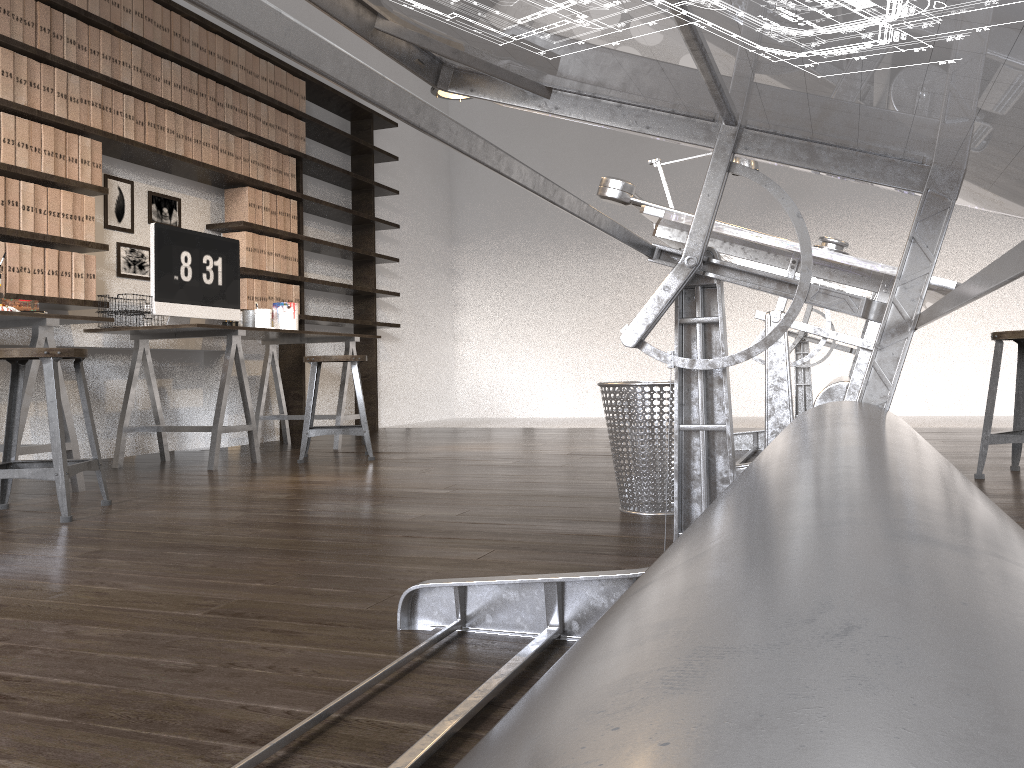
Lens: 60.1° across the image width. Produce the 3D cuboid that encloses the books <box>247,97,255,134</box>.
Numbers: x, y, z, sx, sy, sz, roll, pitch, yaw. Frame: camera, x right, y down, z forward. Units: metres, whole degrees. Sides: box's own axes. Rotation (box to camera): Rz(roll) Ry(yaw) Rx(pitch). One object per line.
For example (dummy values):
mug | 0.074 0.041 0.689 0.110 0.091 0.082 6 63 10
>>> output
books | -1.652 -1.616 5.379 0.174 0.226 0.067 -2 -2 21

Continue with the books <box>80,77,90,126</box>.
books | -2.091 -1.324 4.198 0.174 0.226 0.066 -2 -2 21

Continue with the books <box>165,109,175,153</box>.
books | -1.888 -1.334 4.722 0.174 0.226 0.066 -2 -2 20

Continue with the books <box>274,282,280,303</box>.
books | -1.544 -0.521 5.559 0.174 0.226 0.067 -2 -2 20

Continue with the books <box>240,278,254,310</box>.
books | -1.641 -0.516 5.314 0.174 0.226 0.066 -2 -2 21

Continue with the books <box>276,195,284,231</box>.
books | -1.540 -1.074 5.624 0.174 0.226 0.067 -2 -2 21

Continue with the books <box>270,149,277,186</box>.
books | -1.570 -1.351 5.570 0.174 0.226 0.067 -2 -2 21

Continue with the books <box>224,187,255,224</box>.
books | -1.645 -1.069 5.357 0.174 0.226 0.066 -2 -2 21

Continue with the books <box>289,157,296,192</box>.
books | -1.498 -1.354 5.766 0.174 0.226 0.066 -2 -2 21

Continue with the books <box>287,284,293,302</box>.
books | -1.500 -0.523 5.692 0.174 0.226 0.066 -2 -2 21

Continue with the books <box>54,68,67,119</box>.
books | -2.135 -1.321 4.070 0.174 0.226 0.067 -2 -2 20

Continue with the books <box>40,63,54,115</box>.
books | -2.163 -1.320 4.006 0.174 0.226 0.066 -2 -2 21

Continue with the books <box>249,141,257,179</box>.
books | -1.642 -1.347 5.381 0.174 0.226 0.067 -2 -2 21

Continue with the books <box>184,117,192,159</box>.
books | -1.845 -1.336 4.857 0.174 0.226 0.066 -2 -2 21

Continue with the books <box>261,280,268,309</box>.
books | -1.592 -0.518 5.439 0.174 0.226 0.066 -2 -2 21

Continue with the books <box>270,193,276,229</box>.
books | -1.571 -1.073 5.556 0.174 0.226 0.066 -2 -2 20

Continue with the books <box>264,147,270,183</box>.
books | -1.597 -1.349 5.509 0.174 0.226 0.066 -2 -2 20

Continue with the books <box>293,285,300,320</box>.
books | -1.470 -0.525 5.750 0.174 0.226 0.067 -2 -2 21

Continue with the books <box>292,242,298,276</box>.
books | -1.482 -0.802 5.761 0.174 0.226 0.066 -2 -2 21

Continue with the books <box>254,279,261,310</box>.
books | -1.611 -0.517 5.375 0.174 0.226 0.067 -2 -2 20

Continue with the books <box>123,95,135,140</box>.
books | -1.991 -1.329 4.455 0.174 0.226 0.066 -2 -2 20

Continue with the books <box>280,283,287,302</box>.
books | -1.523 -0.522 5.626 0.174 0.226 0.066 -2 -2 21

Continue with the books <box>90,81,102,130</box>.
books | -2.063 -1.325 4.259 0.174 0.226 0.067 -2 -2 20

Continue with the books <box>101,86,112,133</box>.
books | -2.045 -1.326 4.324 0.174 0.226 0.066 -2 -2 21

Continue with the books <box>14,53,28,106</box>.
books | -2.211 -1.317 3.874 0.174 0.226 0.066 -2 -2 20

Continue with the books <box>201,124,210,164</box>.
books | -1.791 -1.339 4.991 0.174 0.226 0.066 -2 -2 21

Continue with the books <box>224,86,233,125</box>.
books | -1.727 -1.612 5.184 0.174 0.226 0.066 -2 -2 21

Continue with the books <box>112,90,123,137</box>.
books | -2.020 -1.327 4.390 0.174 0.226 0.066 -2 -2 21

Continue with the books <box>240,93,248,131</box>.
books | -1.681 -1.614 5.318 0.174 0.226 0.066 -2 -2 20

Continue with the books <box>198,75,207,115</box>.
books | -1.809 -1.608 4.980 0.174 0.226 0.066 -2 -2 21

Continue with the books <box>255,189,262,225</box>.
books | -1.621 -1.070 5.423 0.174 0.226 0.066 -2 -2 21

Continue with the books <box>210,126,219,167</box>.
books | -1.765 -1.340 5.049 0.174 0.226 0.067 -2 -2 20

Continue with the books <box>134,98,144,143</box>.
books | -1.970 -1.330 4.523 0.174 0.226 0.066 -2 -2 20

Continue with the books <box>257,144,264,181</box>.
books | -1.618 -1.348 5.450 0.174 0.226 0.066 -2 -2 20

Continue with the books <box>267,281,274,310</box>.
books | -1.569 -0.519 5.497 0.174 0.226 0.066 -2 -2 21

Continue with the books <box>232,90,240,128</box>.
books | -1.706 -1.613 5.252 0.174 0.226 0.066 -2 -2 20

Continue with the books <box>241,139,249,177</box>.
books | -1.670 -1.346 5.317 0.174 0.226 0.066 -2 -2 20

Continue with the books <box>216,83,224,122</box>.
books | -1.756 -1.611 5.119 0.174 0.226 0.066 -2 -2 21

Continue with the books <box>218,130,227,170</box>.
books | -1.740 -1.342 5.117 0.174 0.226 0.066 -2 -2 21

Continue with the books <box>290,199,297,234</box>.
books | -1.490 -1.077 5.766 0.174 0.226 0.066 -2 -2 21

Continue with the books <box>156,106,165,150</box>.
books | -1.918 -1.333 4.663 0.174 0.226 0.066 -2 -2 20

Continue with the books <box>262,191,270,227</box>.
books | -1.592 -1.072 5.488 0.174 0.226 0.066 -2 -2 20

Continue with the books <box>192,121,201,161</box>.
books | -1.819 -1.338 4.922 0.174 0.226 0.066 -2 -2 21

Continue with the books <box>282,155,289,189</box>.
books | -1.526 -1.353 5.702 0.174 0.226 0.066 -2 -2 20

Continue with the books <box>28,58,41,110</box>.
books | -2.190 -1.319 3.941 0.174 0.226 0.066 -2 -2 21

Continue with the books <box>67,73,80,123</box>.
books | -2.111 -1.322 4.138 0.174 0.226 0.066 -2 -2 21

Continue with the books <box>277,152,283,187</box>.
books | -1.551 -1.352 5.635 0.174 0.226 0.066 -2 -2 20

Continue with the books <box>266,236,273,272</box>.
books | -1.576 -0.797 5.506 0.174 0.226 0.066 -2 -2 21

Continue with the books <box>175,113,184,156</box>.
books | -1.866 -1.335 4.791 0.174 0.226 0.066 -2 -2 20

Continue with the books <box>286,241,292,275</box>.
books | -1.506 -0.801 5.695 0.174 0.226 0.066 -2 -2 21

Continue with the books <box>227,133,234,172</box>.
books | -1.717 -1.343 5.186 0.174 0.226 0.066 -2 -2 21

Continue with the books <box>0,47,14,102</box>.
books | -2.233 -1.316 3.805 0.174 0.226 0.066 -2 -2 20

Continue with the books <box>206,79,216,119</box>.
books | -1.777 -1.609 5.047 0.174 0.226 0.067 -2 -2 20

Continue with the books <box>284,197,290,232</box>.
books | -1.519 -1.076 5.696 0.174 0.226 0.066 -2 -2 20

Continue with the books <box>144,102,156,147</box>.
books | -1.939 -1.331 4.591 0.174 0.226 0.067 -2 -2 21

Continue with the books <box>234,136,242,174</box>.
books | -1.696 -1.344 5.252 0.174 0.226 0.066 -2 -2 20
